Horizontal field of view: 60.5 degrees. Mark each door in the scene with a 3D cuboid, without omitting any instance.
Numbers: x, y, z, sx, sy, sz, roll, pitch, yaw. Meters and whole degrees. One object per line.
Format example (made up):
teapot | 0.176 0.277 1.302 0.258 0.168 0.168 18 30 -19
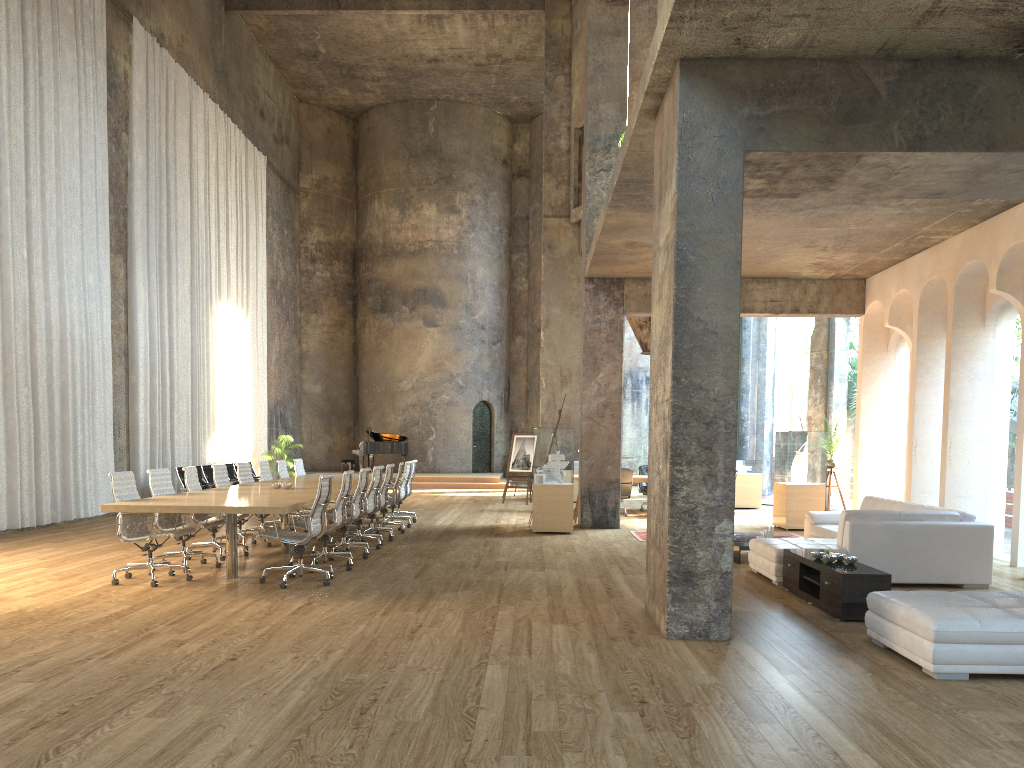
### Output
door | -0.996 1.673 27.848 0.901 2.311 0.091 -2 5 -40

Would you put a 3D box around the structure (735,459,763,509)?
structure | 4.766 2.087 18.373 0.735 1.021 0.740 1 1 1

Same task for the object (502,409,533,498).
object | 0.207 1.670 20.938 0.683 2.160 0.698 2 4 27

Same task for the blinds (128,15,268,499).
blinds | -6.562 -1.851 19.381 0.275 8.693 7.798 1 1 2

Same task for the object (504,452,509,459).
object | 0.182 2.542 28.292 0.911 0.997 0.904 1 0 13

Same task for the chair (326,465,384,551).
chair | -1.935 1.527 10.937 0.699 1.032 0.662 1 2 10

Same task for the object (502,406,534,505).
object | 0.268 1.547 19.051 0.700 2.160 0.681 3 4 33

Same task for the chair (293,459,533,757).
chair | -0.413 1.775 14.383 12.949 1.036 31.429 0 -4 1

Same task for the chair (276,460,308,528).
chair | -3.274 1.686 13.562 0.699 1.032 0.662 1 2 5

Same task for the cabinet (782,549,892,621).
cabinet | 2.679 1.670 7.412 0.396 0.371 1.558 1 -3 1

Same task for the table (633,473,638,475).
table | 2.309 2.599 23.025 1.870 0.549 0.938 1 -2 1

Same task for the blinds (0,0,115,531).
blinds | -6.767 -2.418 10.755 0.275 8.693 7.798 1 1 2

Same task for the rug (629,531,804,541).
rug | 2.982 2.191 12.593 2.462 0.009 1.343 0 -4 1

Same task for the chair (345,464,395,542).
chair | -1.911 1.585 11.815 0.699 1.032 0.662 1 2 7

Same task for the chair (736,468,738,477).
chair | 3.830 2.034 16.767 0.821 0.898 0.727 1 1 -4

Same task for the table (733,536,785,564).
table | 2.941 1.950 10.351 0.790 0.203 1.108 0 -3 1

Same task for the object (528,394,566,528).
object | 0.610 1.218 13.974 0.684 2.160 0.696 1 3 0

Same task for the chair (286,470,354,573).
chair | -1.974 1.408 9.124 0.699 1.032 0.662 1 2 5

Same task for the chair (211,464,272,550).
chair | -3.336 1.509 10.871 0.699 1.032 0.662 1 2 7

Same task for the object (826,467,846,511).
object | 5.135 1.853 14.406 0.658 0.978 0.568 0 2 -34

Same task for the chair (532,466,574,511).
chair | 0.787 2.009 16.852 0.821 0.898 0.727 1 1 -2

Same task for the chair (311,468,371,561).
chair | -1.954 1.469 10.040 0.699 1.032 0.662 1 2 7

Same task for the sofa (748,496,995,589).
sofa | 3.530 1.650 9.686 2.064 0.725 2.921 1 -3 1

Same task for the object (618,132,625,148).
object | 2.234 -2.752 12.722 1.401 1.820 1.350 1 1 7

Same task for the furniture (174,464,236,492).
furniture | -5.613 1.945 16.496 0.708 0.845 1.867 1 -2 1

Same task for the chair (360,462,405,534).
chair | -1.884 1.646 12.746 0.699 1.032 0.662 1 2 1

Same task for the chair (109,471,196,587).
chair | -3.358 1.335 8.222 0.699 1.032 0.662 1 2 7

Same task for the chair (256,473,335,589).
chair | -1.998 1.346 8.177 0.699 1.032 0.662 1 2 7

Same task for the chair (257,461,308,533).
chair | -3.293 1.626 12.646 0.699 1.032 0.662 1 2 7

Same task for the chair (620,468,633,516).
chair | 1.822 1.970 16.097 0.729 0.897 0.818 1 0 -5

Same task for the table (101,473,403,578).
table | -2.660 1.682 11.422 1.601 0.761 7.696 1 -4 1

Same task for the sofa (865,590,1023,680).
sofa | 3.432 1.375 5.492 2.067 0.725 1.068 1 -1 1

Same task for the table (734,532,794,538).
table | 2.950 1.953 10.718 0.859 0.248 0.369 1 -1 1

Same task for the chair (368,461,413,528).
chair | -1.872 1.703 13.600 0.699 1.032 0.662 1 2 10

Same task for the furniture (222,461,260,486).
furniture | -5.556 2.102 18.879 0.708 0.845 1.867 1 -2 1

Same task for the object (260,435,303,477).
object | -5.827 2.024 22.385 1.092 1.465 1.124 0 1 -8

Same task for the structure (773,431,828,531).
structure | 4.552 1.527 13.927 0.594 1.557 0.738 1 3 1

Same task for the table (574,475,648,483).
table | 2.340 2.116 16.811 2.409 0.704 1.101 1 -2 1

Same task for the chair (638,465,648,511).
chair | 2.871 2.075 17.551 0.729 0.897 0.818 1 0 2

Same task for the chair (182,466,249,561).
chair | -3.346 1.448 9.940 0.699 1.032 0.662 1 2 1

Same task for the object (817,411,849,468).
object | 5.207 0.899 14.345 0.688 0.945 0.856 0 1 -8

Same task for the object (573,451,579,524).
object | 1.328 1.685 14.783 0.571 1.305 0.654 1 2 2

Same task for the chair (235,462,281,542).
chair | -3.312 1.567 11.749 0.699 1.032 0.662 1 2 10

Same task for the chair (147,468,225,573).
chair | -3.367 1.392 9.085 0.699 1.032 0.662 1 2 10

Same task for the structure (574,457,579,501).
structure | 1.381 2.143 19.760 0.743 1.021 0.732 1 1 1

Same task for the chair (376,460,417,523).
chair | -1.887 1.759 14.463 0.699 1.032 0.662 1 2 7

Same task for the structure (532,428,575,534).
structure | 0.607 1.433 13.102 0.594 1.557 0.738 1 3 1
